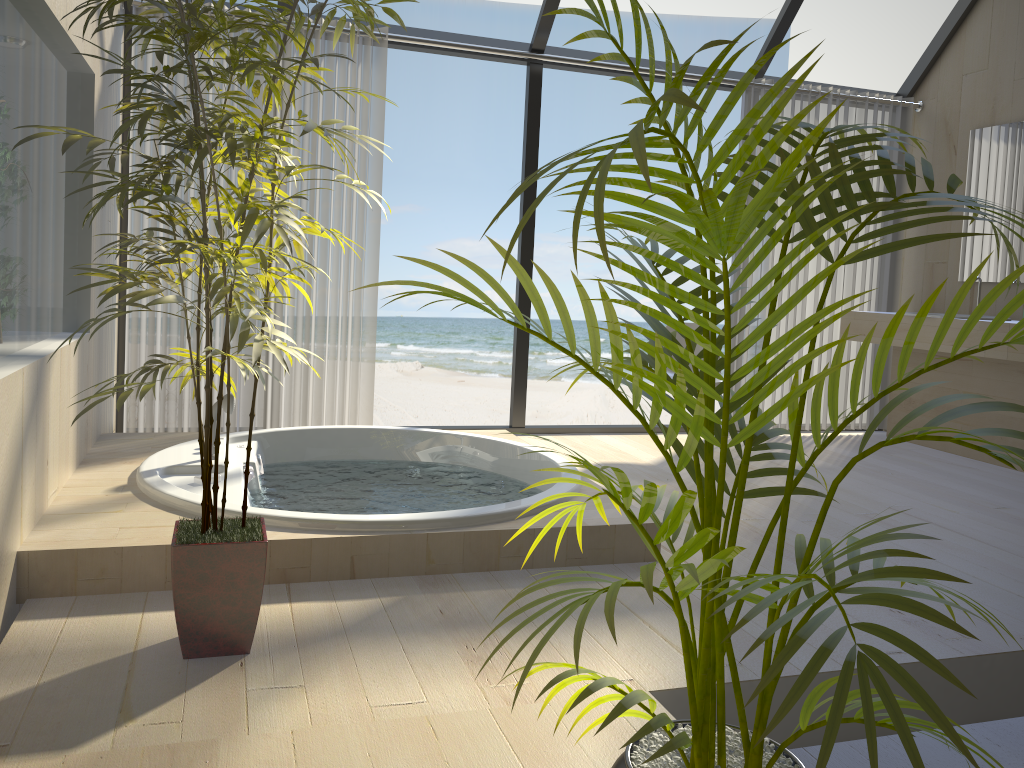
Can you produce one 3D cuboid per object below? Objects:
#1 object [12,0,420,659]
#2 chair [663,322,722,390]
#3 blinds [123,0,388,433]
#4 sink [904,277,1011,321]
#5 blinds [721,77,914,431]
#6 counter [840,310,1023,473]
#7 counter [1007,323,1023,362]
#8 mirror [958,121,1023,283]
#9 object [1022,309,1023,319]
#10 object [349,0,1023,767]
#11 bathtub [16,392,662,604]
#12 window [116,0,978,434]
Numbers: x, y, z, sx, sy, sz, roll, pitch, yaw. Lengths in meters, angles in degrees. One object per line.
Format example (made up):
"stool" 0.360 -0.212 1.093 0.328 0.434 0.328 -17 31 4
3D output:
"object" -0.703 -0.267 1.985 0.787 1.750 0.939 3 4 7
"chair" 0.944 -0.149 4.747 0.369 0.346 0.456 4 6 10
"blinds" -1.244 -0.777 4.355 1.182 2.063 0.084 1 4 -18
"sink" 2.405 -0.380 4.810 0.504 0.417 0.577 1 6 -15
"blinds" 1.849 -0.748 5.367 1.182 2.063 0.084 1 4 -18
"counter" 2.419 0.028 4.883 0.550 0.787 1.212 1 6 -18
"counter" 2.791 0.184 3.738 0.550 0.787 1.212 1 6 -18
"mirror" 2.728 -0.987 4.816 0.023 0.865 0.656 2 5 -18
"object" 2.704 -0.391 4.643 0.039 0.134 0.039 5 4 30
"object" 0.336 0.077 1.206 1.065 1.340 0.877 0 5 -30
"bathtub" -0.646 0.395 3.306 1.820 0.695 1.656 1 7 -18
"window" 0.387 -1.077 4.660 4.558 2.803 0.748 1 4 -18
